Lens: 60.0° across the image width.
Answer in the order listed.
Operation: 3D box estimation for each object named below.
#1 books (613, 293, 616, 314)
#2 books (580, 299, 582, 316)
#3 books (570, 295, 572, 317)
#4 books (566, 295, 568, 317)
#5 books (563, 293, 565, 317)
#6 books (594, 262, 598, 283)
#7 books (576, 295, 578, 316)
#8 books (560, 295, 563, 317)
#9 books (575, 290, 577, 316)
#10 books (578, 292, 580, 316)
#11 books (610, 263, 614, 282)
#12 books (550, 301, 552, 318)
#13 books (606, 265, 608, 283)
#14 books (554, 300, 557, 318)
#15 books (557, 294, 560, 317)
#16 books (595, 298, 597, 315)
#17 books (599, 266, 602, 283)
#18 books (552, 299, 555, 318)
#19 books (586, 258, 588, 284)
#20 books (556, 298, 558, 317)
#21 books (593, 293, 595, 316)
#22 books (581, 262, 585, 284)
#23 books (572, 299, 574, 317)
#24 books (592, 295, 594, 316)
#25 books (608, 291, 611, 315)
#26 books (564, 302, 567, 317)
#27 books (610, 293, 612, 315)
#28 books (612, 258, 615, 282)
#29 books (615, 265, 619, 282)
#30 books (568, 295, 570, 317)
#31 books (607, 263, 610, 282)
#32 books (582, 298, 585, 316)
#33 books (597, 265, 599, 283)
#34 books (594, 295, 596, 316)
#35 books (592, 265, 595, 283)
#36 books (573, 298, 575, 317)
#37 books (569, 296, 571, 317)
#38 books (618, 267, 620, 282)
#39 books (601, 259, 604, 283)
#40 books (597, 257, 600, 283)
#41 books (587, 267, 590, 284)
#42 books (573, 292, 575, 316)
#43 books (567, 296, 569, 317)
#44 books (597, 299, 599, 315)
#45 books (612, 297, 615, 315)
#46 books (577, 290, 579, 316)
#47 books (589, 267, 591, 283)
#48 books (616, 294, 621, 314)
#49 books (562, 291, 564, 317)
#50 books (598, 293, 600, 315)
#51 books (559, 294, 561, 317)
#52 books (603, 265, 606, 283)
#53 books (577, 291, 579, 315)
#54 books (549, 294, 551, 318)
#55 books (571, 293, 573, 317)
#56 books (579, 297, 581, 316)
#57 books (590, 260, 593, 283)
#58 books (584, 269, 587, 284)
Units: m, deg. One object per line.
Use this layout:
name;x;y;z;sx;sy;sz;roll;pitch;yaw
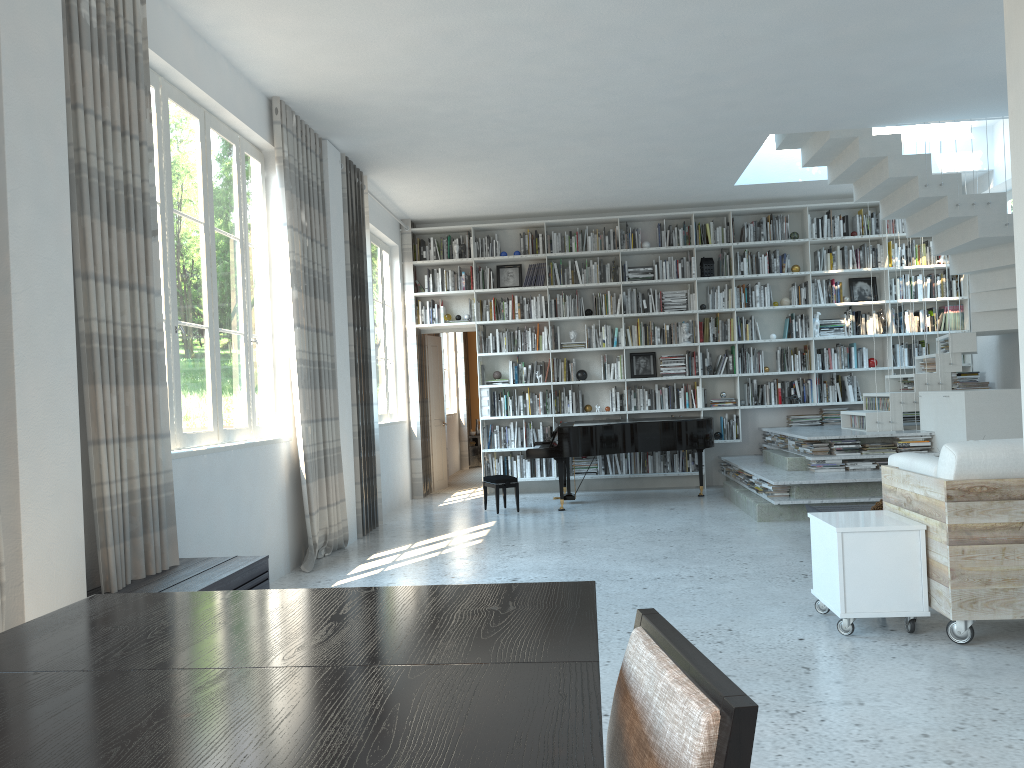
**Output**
books;1.191;-0.915;10.261;0.022;0.257;0.155;-3;0;5
books;0.805;-0.877;10.310;0.012;0.218;0.151;-3;0;5
books;0.684;-0.894;10.295;0.009;0.261;0.180;-3;0;5
books;0.642;-0.893;10.289;0.009;0.263;0.189;-3;0;5
books;0.605;-0.902;10.300;0.010;0.283;0.184;-3;0;5
books;0.973;-1.274;10.287;0.028;0.261;0.135;-3;0;5
books;0.753;-0.897;10.299;0.010;0.262;0.158;-3;0;5
books;0.579;-0.890;10.310;0.024;0.262;0.177;-3;0;5
books;0.746;-0.926;10.307;0.004;0.321;0.153;-3;0;5
books;0.782;-0.911;10.285;0.011;0.287;0.189;-3;0;5
books;1.158;-1.284;10.261;0.055;0.264;0.167;-3;0;5
books;0.459;-0.857;10.320;0.015;0.208;0.186;-3;0;5
books;1.097;-1.260;10.270;0.022;0.222;0.161;-3;0;5
books;0.509;-0.865;10.339;0.024;0.219;0.140;-3;0;5
books;0.543;-0.897;10.316;0.026;0.279;0.151;-3;0;5
books;0.971;-0.885;10.290;0.013;0.216;0.149;-3;0;5
books;1.024;-1.252;10.290;0.024;0.213;0.150;-3;0;5
books;0.483;-0.866;10.343;0.029;0.225;0.136;-3;0;5
books;0.870;-1.293;10.289;0.012;0.308;0.145;-3;0;5
books;0.526;-0.876;10.325;0.012;0.240;0.134;-3;0;5
books;0.949;-0.914;10.302;0.012;0.276;0.129;-3;0;5
books;0.825;-1.269;10.300;0.027;0.265;0.168;-3;0;5
books;0.706;-0.869;10.292;0.011;0.209;0.181;-3;0;5
books;0.940;-0.903;10.296;0.005;0.254;0.161;-3;0;5
books;1.123;-0.925;10.265;0.022;0.284;0.190;-3;0;5
books;0.628;-0.854;10.315;0.029;0.187;0.149;-3;0;5
books;1.140;-0.912;10.270;0.010;0.257;0.140;-3;0;5
books;1.173;-1.304;10.259;0.058;0.302;0.175;-3;0;5
books;1.219;-1.260;10.280;0.028;0.212;0.134;-3;0;5
books;0.665;-0.893;10.313;0.010;0.261;0.169;-3;0;5
books;1.121;-1.268;10.283;0.025;0.237;0.153;-3;0;5
books;0.828;-0.885;10.298;0.031;0.232;0.147;-3;0;5
books;0.993;-1.260;10.282;0.013;0.231;0.141;-3;0;5
books;0.960;-0.897;10.274;0.005;0.240;0.173;-3;0;5
books;0.948;-1.255;10.271;0.021;0.226;0.191;-3;0;5
books;0.719;-0.878;10.316;0.011;0.226;0.129;-3;0;5
books;0.676;-0.891;10.312;0.011;0.256;0.152;-3;0;5
books;1.244;-1.252;10.285;0.019;0.194;0.098;-3;0;5
books;1.046;-1.292;10.291;0.022;0.290;0.146;-3;0;5
books;1.003;-1.302;10.271;0.011;0.313;0.183;-3;0;5
books;0.893;-1.245;10.313;0.024;0.212;0.128;-3;0;5
books;0.726;-0.911;10.295;0.011;0.291;0.176;-3;0;5
books;0.653;-0.888;10.290;0.012;0.251;0.184;-3;0;5
books;0.998;-0.878;10.284;0.011;0.200;0.162;-3;0;5
books;1.169;-0.893;10.272;0.024;0.216;0.142;-3;0;5
books;0.765;-0.932;10.308;0.005;0.331;0.161;-3;0;5
books;0.907;-1.245;10.285;0.010;0.208;0.173;-3;0;5
books;1.232;-0.907;10.235;0.064;0.237;0.208;-3;0;5
books;0.596;-0.918;10.322;0.011;0.317;0.154;-3;0;5
books;1.007;-0.912;10.292;0.009;0.266;0.149;-3;0;5
books;0.561;-0.896;10.311;0.012;0.276;0.157;-3;0;5
books;1.071;-1.257;10.268;0.030;0.218;0.182;-3;0;5
books;0.771;-0.920;10.306;0.005;0.305;0.162;-3;0;5
books;0.446;-0.895;10.338;0.012;0.285;0.159;-3;0;5
books;0.694;-0.903;10.300;0.011;0.279;0.169;-3;0;5
books;0.795;-0.886;10.317;0.009;0.237;0.134;-3;0;5
books;0.925;-1.284;10.297;0.026;0.286;0.137;-3;0;5
books;0.854;-1.228;10.291;0.028;0.180;0.168;-3;0;5
